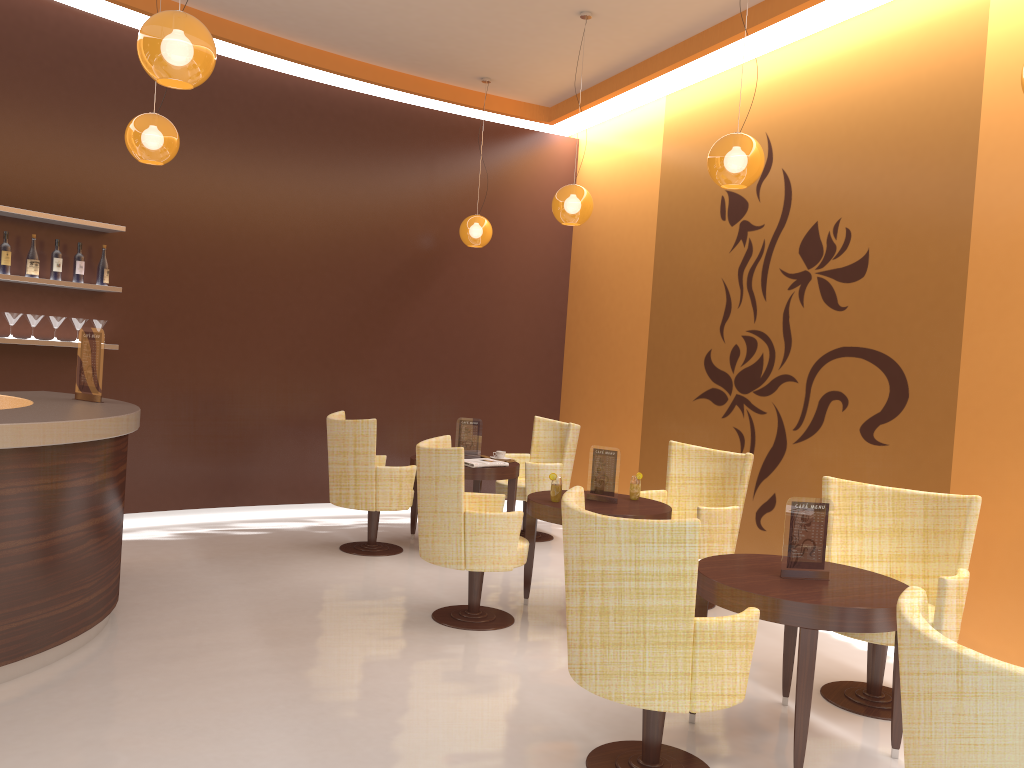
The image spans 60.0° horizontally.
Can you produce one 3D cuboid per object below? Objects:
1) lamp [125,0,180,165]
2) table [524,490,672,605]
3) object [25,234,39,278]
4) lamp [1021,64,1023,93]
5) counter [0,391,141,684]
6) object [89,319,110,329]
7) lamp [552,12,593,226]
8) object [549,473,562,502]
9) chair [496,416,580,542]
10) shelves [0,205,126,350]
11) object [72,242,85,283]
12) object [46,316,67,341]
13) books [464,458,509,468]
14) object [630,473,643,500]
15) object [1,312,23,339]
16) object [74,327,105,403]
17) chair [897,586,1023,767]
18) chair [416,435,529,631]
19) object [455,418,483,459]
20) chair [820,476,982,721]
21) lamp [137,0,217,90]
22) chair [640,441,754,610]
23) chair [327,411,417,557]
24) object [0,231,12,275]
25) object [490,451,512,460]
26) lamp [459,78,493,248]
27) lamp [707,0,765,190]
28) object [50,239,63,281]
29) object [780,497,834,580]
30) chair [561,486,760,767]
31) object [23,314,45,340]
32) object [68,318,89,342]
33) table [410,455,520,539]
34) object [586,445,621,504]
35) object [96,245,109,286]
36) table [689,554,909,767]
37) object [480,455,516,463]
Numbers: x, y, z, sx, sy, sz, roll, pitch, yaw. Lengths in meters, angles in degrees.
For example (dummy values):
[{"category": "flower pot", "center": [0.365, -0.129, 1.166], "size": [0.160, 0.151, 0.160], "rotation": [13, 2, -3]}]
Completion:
[{"category": "lamp", "center": [-2.054, -2.040, 5.159], "size": [0.299, 1.500, 0.299], "rotation": [4, 1, -7]}, {"category": "table", "center": [0.505, 1.052, 5.387], "size": [0.872, 0.679, 0.874], "rotation": [4, 1, 6]}, {"category": "object", "center": [-3.314, -0.882, 6.133], "size": [0.086, 0.303, 0.086], "rotation": [3, 2, -41]}, {"category": "lamp", "center": [1.995, -1.706, 3.087], "size": [0.299, 1.500, 0.299], "rotation": [3, 2, -25]}, {"category": "counter", "center": [-2.739, 0.649, 3.958], "size": [1.586, 1.100, 2.917], "rotation": [5, 2, 20]}, {"category": "object", "center": [-3.045, -0.384, 6.538], "size": [0.137, 0.174, 0.137], "rotation": [5, 2, 40]}, {"category": "lamp", "center": [0.477, -1.893, 6.346], "size": [0.299, 1.500, 0.299], "rotation": [4, 1, 18]}, {"category": "object", "center": [0.262, 0.612, 5.245], "size": [0.072, 0.171, 0.067], "rotation": [3, 2, -43]}, {"category": "chair", "center": [0.203, 0.805, 7.629], "size": [0.685, 1.017, 0.729], "rotation": [3, 2, -26]}, {"category": "shelves", "center": [-3.992, -0.731, 4.490], "size": [0.586, 0.902, 4.744], "rotation": [5, 2, 22]}, {"category": "object", "center": [-3.116, -0.869, 6.382], "size": [0.073, 0.297, 0.073], "rotation": [4, 1, 13]}, {"category": "object", "center": [-3.238, -0.391, 6.292], "size": [0.137, 0.174, 0.137], "rotation": [5, 2, 40]}, {"category": "books", "center": [-0.251, 0.605, 6.833], "size": [0.367, 0.035, 0.345], "rotation": [3, 2, -35]}, {"category": "object", "center": [0.774, 0.640, 5.556], "size": [0.067, 0.171, 0.072], "rotation": [5, 2, 22]}, {"category": "object", "center": [-3.413, -0.397, 6.048], "size": [0.137, 0.174, 0.137], "rotation": [5, 2, 40]}, {"category": "object", "center": [-2.383, -0.111, 5.008], "size": [0.258, 0.414, 0.052], "rotation": [5, 2, 34]}, {"category": "chair", "center": [1.168, 1.016, 1.864], "size": [0.685, 1.017, 0.729], "rotation": [3, 2, -22]}, {"category": "chair", "center": [-0.237, 0.838, 5.082], "size": [0.685, 1.017, 0.729], "rotation": [4, 1, -8]}, {"category": "object", "center": [-0.348, 0.441, 7.110], "size": [0.209, 0.335, 0.042], "rotation": [4, 1, -2]}, {"category": "chair", "center": [1.785, 1.000, 4.240], "size": [0.729, 1.017, 0.685], "rotation": [5, 2, 33]}, {"category": "lamp", "center": [-1.295, -1.947, 3.529], "size": [0.299, 1.500, 0.299], "rotation": [5, 2, 43]}, {"category": "chair", "center": [1.172, 0.917, 5.836], "size": [0.685, 1.017, 0.729], "rotation": [3, 2, -37]}, {"category": "chair", "center": [-1.068, 0.740, 6.664], "size": [0.685, 1.017, 0.729], "rotation": [3, 2, -28]}, {"category": "object", "center": [-3.416, -0.880, 5.977], "size": [0.073, 0.297, 0.073], "rotation": [3, 2, -28]}, {"category": "object", "center": [-0.090, 0.584, 7.226], "size": [0.153, 0.069, 0.153], "rotation": [3, 2, -42]}, {"category": "lamp", "center": [-0.282, -1.987, 7.976], "size": [0.299, 1.500, 0.299], "rotation": [3, 2, -25]}, {"category": "lamp", "center": [1.236, -1.799, 4.717], "size": [0.299, 1.500, 0.299], "rotation": [4, 1, 0]}, {"category": "object", "center": [-3.213, -0.873, 6.256], "size": [0.073, 0.297, 0.073], "rotation": [4, 1, 13]}, {"category": "object", "center": [1.222, 0.636, 3.664], "size": [0.209, 0.335, 0.042], "rotation": [4, 1, -7]}, {"category": "chair", "center": [0.510, 0.935, 3.276], "size": [0.685, 1.017, 0.729], "rotation": [3, 2, -28]}, {"category": "object", "center": [-3.330, -0.395, 6.170], "size": [0.137, 0.174, 0.137], "rotation": [5, 2, 40]}, {"category": "object", "center": [-3.140, -0.387, 6.415], "size": [0.137, 0.174, 0.137], "rotation": [4, 1, 0]}, {"category": "table", "center": [-0.395, 0.947, 7.074], "size": [0.872, 0.679, 0.874], "rotation": [4, 1, 11]}, {"category": "object", "center": [0.130, 0.496, 6.236], "size": [0.187, 0.335, 2.090], "rotation": [3, 2, -29]}, {"category": "object", "center": [-3.004, -0.870, 6.518], "size": [0.086, 0.303, 0.086], "rotation": [4, 1, -11]}, {"category": "table", "center": [1.183, 1.141, 3.686], "size": [0.872, 0.679, 0.874], "rotation": [4, 1, 11]}, {"category": "object", "center": [-0.073, 0.614, 7.229], "size": [0.239, 0.021, 0.464], "rotation": [3, 2, -29]}]
